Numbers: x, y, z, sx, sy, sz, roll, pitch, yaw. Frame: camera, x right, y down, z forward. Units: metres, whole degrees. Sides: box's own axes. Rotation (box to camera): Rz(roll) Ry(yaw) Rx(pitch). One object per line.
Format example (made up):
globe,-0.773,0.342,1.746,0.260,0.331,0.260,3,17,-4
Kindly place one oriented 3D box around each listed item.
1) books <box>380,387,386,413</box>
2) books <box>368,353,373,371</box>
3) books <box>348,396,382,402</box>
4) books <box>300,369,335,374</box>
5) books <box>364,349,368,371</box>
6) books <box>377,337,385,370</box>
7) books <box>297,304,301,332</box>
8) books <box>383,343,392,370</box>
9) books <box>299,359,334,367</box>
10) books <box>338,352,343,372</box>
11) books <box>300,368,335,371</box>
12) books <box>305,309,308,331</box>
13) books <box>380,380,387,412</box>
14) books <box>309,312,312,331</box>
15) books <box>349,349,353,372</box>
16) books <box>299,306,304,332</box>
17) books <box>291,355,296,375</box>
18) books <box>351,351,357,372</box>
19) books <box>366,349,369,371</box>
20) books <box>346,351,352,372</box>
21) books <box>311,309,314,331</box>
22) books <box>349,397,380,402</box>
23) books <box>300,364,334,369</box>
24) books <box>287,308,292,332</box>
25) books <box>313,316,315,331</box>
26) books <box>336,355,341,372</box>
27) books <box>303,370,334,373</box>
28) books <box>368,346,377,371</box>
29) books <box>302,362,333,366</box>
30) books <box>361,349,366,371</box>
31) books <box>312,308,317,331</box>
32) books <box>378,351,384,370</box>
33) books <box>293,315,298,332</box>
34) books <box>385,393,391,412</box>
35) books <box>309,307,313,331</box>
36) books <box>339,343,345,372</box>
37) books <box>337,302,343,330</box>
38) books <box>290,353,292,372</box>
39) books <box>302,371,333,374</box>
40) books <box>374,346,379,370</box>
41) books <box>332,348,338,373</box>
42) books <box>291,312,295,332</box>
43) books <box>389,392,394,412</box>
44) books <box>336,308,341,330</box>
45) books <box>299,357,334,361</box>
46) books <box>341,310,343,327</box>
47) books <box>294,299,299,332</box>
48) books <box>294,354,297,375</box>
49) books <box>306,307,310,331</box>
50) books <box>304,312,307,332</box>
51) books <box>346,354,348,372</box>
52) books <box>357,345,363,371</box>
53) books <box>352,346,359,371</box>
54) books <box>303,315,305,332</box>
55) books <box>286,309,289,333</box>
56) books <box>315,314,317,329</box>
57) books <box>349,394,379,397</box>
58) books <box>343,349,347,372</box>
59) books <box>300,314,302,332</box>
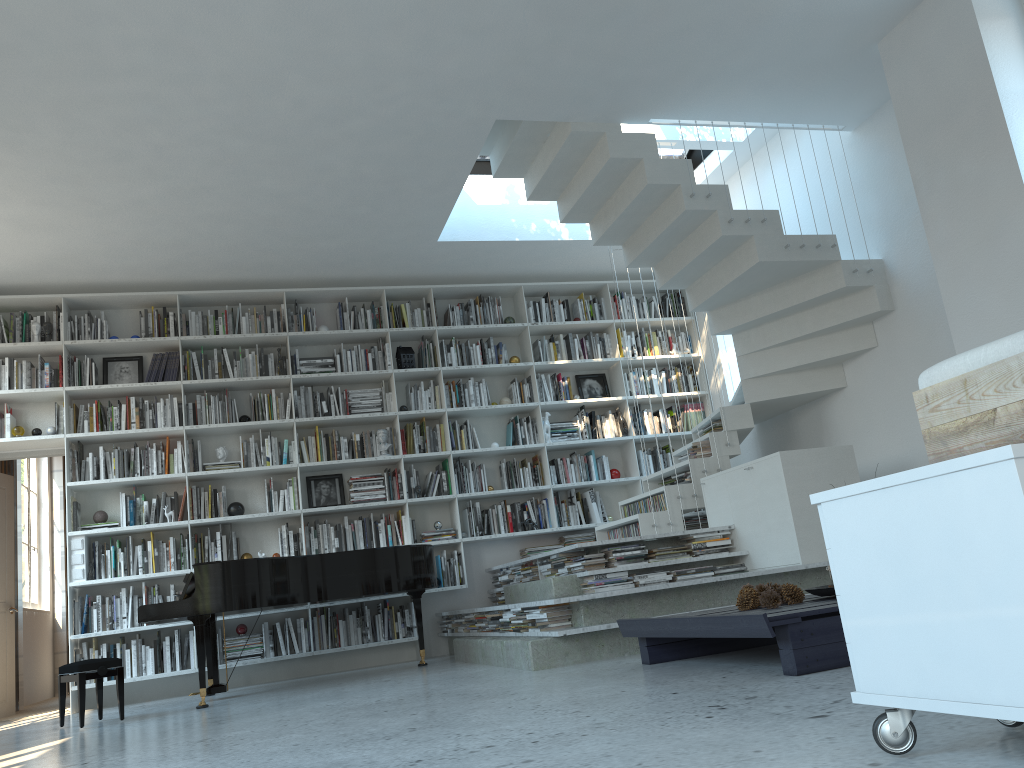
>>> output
books,-1.105,0.167,7.597,0.012,0.253,0.161,-4,-14,-18
books,-1.229,-0.150,7.644,0.029,0.188,0.176,-4,-14,-18
books,-1.265,0.133,7.577,0.285,0.012,0.160,-3,-14,-18
books,-1.652,-0.095,7.517,0.285,0.012,0.160,-3,-14,-20
books,-1.265,-0.166,7.649,0.010,0.229,0.152,-4,-14,-18
books,-1.137,-0.224,7.703,0.012,0.333,0.156,-4,-14,-18
books,-1.823,-0.520,7.583,0.010,0.295,0.153,-4,-14,-18
books,-1.080,-0.196,7.643,0.037,0.236,0.273,-4,-14,-18
books,-1.662,-0.170,7.538,0.285,0.024,0.160,-4,-14,-16
books,-1.474,-0.144,7.605,0.024,0.223,0.129,-4,-14,-18
books,-1.654,-0.106,7.522,0.285,0.012,0.160,-3,-14,-19
books,-1.761,-0.499,7.601,0.014,0.247,0.139,-4,-14,-18
books,-1.102,0.139,7.623,0.012,0.318,0.140,-4,-14,-18
books,-1.730,-0.489,7.596,0.016,0.218,0.144,-4,-14,-18
books,-1.388,-0.164,7.619,0.012,0.244,0.132,-4,-14,-18
books,-1.797,-0.510,7.573,0.011,0.264,0.164,-4,-14,-18
books,-1.841,-0.120,7.453,0.027,0.201,0.168,-4,-14,-18
books,-1.364,-0.155,7.614,0.028,0.218,0.184,-4,-14,-18
books,-1.253,-0.168,7.647,0.012,0.230,0.159,-4,-14,-18
books,-1.401,-0.152,7.599,0.027,0.216,0.190,-4,-14,-18
books,-1.719,-0.501,7.621,0.013,0.249,0.148,-4,-14,-18
books,-1.263,0.144,7.572,0.254,0.012,0.161,-4,-14,-16
books,-1.653,-0.125,7.520,0.285,0.024,0.160,-5,-14,-13
books,-1.893,-0.498,7.541,0.026,0.252,0.186,-4,-14,-18
books,-1.701,-0.474,7.609,0.010,0.186,0.153,-4,-14,-18
books,-1.487,-0.133,7.566,0.025,0.187,0.194,-4,-14,-18
books,-1.651,-0.083,7.515,0.254,0.012,0.161,-3,-14,-20
books,-1.205,-0.181,7.659,0.032,0.247,0.174,-4,-14,-18
books,-1.657,-0.148,7.528,0.254,0.025,0.161,-2,-15,-21
books,-1.288,-0.164,7.629,0.023,0.222,0.191,-4,-14,-18
books,-1.694,-0.509,7.613,0.011,0.255,0.144,-4,-14,-18
books,-1.146,-0.162,7.674,0.029,0.202,0.192,-4,-14,-18
books,-1.845,-0.471,7.555,0.026,0.194,0.167,-4,-14,-18
books,-1.073,0.195,7.613,0.029,0.198,0.172,-4,-14,-18
books,-1.722,-0.508,7.602,0.005,0.254,0.168,-4,-14,-18
books,-1.450,-0.185,7.579,0.011,0.283,0.190,-4,-14,-18
books,-1.490,-0.541,7.675,0.014,0.291,0.176,-4,-14,-18
books,-1.868,-0.139,7.472,0.012,0.253,0.161,-4,-14,-18
books,-1.648,-0.072,7.508,0.254,0.012,0.161,-5,-14,-13
books,-1.181,-0.185,7.685,0.029,0.261,0.133,-4,-14,-18
books,-1.510,-0.163,7.572,0.012,0.253,0.161,-4,-14,-18
books,-1.874,-0.482,7.563,0.023,0.227,0.157,-4,-14,-18
books,-1.047,0.192,7.628,0.030,0.204,0.159,-4,-14,-18
books,-1.504,-0.513,7.682,0.012,0.245,0.151,-4,-14,-18
books,-1.666,-0.192,7.548,0.285,0.024,0.160,-3,-14,-17
books,-1.481,-0.525,7.691,0.011,0.266,0.129,-4,-14,-18
books,-1.839,-0.539,7.590,0.014,0.340,0.145,-4,-14,-18
books,-1.827,-0.125,7.473,0.013,0.218,0.141,-4,-14,-18
books,-1.748,-0.509,7.601,0.013,0.264,0.147,-4,-14,-18
books,-1.773,-0.488,7.609,0.006,0.232,0.136,-4,-14,-17
books,-1.422,-0.141,7.605,0.011,0.203,0.133,-4,-14,-18
books,-1.315,-0.183,7.635,0.023,0.269,0.185,-4,-14,-18
books,-1.346,-0.178,7.647,0.029,0.273,0.141,-4,-14,-18
books,-1.779,-0.474,7.582,0.023,0.195,0.172,-4,-14,-18
books,-1.917,-0.492,7.554,0.012,0.253,0.161,-4,-14,-18
books,-1.691,-0.495,7.631,0.004,0.235,0.138,-4,-14,-18
books,-1.264,0.119,7.571,0.254,0.012,0.161,-5,-14,-13
books,-1.436,-0.160,7.593,0.021,0.237,0.172,-4,-14,-18
books,-1.810,-0.473,7.588,0.011,0.205,0.146,-4,-14,-18
